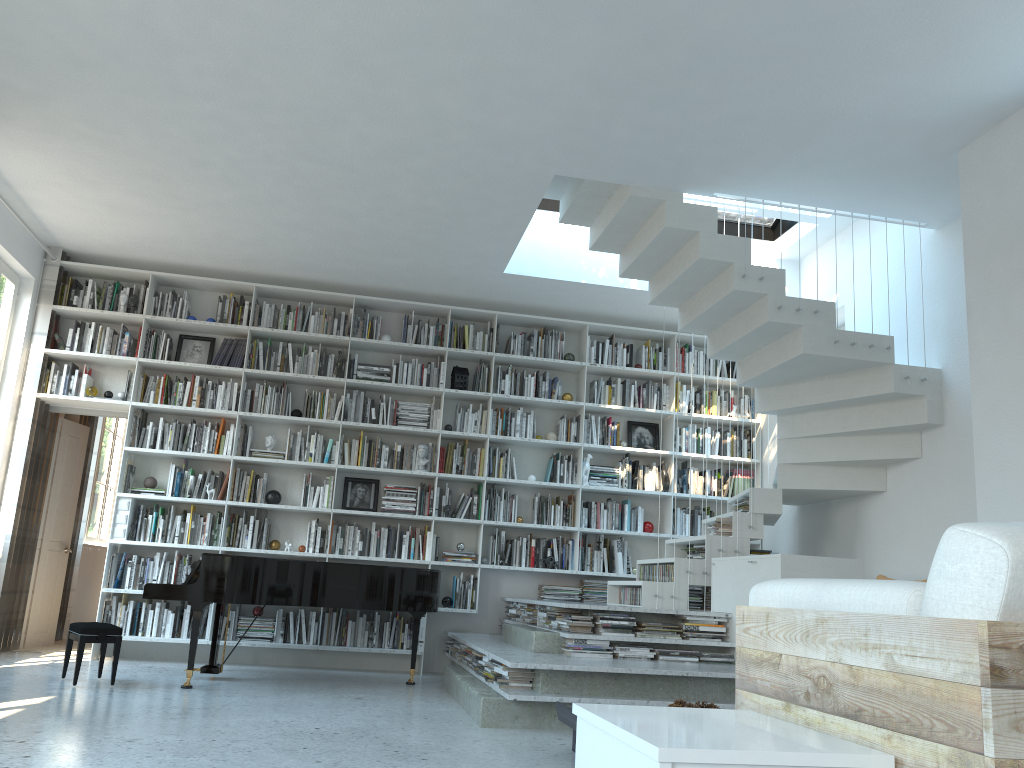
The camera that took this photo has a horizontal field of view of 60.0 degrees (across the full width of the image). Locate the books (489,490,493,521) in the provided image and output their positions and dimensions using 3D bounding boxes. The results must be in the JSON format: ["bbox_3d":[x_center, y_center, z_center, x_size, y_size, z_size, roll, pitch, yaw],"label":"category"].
[{"bbox_3d":[-0.189,1.068,7.739,0.006,0.281,0.155,6,-13,-10],"label":"books"}]

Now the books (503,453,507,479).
[{"bbox_3d":[-0.071,0.742,7.838,0.017,0.242,0.133,6,-13,-10],"label":"books"}]

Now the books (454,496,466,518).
[{"bbox_3d":[-0.463,1.076,7.675,0.089,0.209,0.176,6,-13,-10],"label":"books"}]

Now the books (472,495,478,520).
[{"bbox_3d":[-0.333,1.079,7.696,0.029,0.222,0.171,6,-13,-10],"label":"books"}]

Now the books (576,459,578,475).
[{"bbox_3d":[0.569,0.803,7.935,0.010,0.245,0.159,6,-13,-10],"label":"books"}]

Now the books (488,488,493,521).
[{"bbox_3d":[-0.201,1.061,7.740,0.018,0.294,0.178,6,-13,-10],"label":"books"}]

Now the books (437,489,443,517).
[{"bbox_3d":[-0.629,1.039,7.669,0.028,0.252,0.143,6,-13,-10],"label":"books"}]

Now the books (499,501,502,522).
[{"bbox_3d":[-0.114,1.121,7.735,0.013,0.186,0.184,6,-13,-10],"label":"books"}]

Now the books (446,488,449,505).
[{"bbox_3d":[-0.570,1.040,7.684,0.012,0.265,0.157,6,-13,-10],"label":"books"}]

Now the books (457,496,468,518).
[{"bbox_3d":[-0.440,1.081,7.695,0.090,0.211,0.143,6,-13,-10],"label":"books"}]

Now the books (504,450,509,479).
[{"bbox_3d":[-0.057,0.728,7.834,0.006,0.269,0.178,6,-13,-10],"label":"books"}]

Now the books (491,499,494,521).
[{"bbox_3d":[-0.184,1.108,7.739,0.013,0.204,0.154,6,-13,-10],"label":"books"}]

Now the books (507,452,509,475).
[{"bbox_3d":[-0.052,0.728,7.841,0.006,0.273,0.167,6,-13,-10],"label":"books"}]

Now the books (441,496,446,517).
[{"bbox_3d":[-0.600,1.067,7.647,0.027,0.191,0.182,6,-13,-10],"label":"books"}]

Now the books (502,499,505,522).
[{"bbox_3d":[-0.084,1.119,7.757,0.013,0.202,0.167,6,-13,-10],"label":"books"}]

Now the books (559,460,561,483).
[{"bbox_3d":[0.413,0.799,7.925,0.007,0.229,0.147,6,-13,-10],"label":"books"}]

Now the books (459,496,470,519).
[{"bbox_3d":[-0.422,1.083,7.706,0.090,0.214,0.139,6,-13,-10],"label":"books"}]

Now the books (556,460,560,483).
[{"bbox_3d":[0.393,0.798,7.903,0.013,0.218,0.187,6,-13,-10],"label":"books"}]

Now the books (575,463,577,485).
[{"bbox_3d":[0.550,0.820,7.938,0.023,0.211,0.164,6,-13,-10],"label":"books"}]

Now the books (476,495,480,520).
[{"bbox_3d":[-0.310,1.083,7.711,0.021,0.226,0.148,6,-13,-10],"label":"books"}]

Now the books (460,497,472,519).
[{"bbox_3d":[-0.408,1.088,7.697,0.091,0.204,0.169,6,-13,-10],"label":"books"}]

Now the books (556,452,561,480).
[{"bbox_3d":[0.406,0.766,7.929,0.013,0.294,0.154,6,-13,-10],"label":"books"}]

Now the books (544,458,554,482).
[{"bbox_3d":[0.325,0.785,7.906,0.056,0.240,0.154,6,-13,-10],"label":"books"}]

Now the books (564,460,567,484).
[{"bbox_3d":[0.458,0.801,7.910,0.012,0.224,0.178,6,-13,-10],"label":"books"}]

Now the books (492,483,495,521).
[{"bbox_3d":[-0.171,1.045,7.765,0.007,0.341,0.149,6,-13,-10],"label":"books"}]

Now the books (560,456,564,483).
[{"bbox_3d":[0.429,0.781,7.916,0.018,0.262,0.165,6,-13,-10],"label":"books"}]

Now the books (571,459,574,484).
[{"bbox_3d":[0.522,0.801,7.938,0.013,0.244,0.159,6,-13,-10],"label":"books"}]

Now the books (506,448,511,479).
[{"bbox_3d":[-0.043,0.722,7.844,0.013,0.286,0.159,6,-13,-10],"label":"books"}]

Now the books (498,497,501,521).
[{"bbox_3d":[-0.127,1.105,7.741,0.013,0.218,0.161,6,-13,-10],"label":"books"}]

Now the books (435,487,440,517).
[{"bbox_3d":[-0.655,1.032,7.669,0.024,0.263,0.154,6,-13,-10],"label":"books"}]

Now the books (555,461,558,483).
[{"bbox_3d":[0.384,0.802,7.900,0.006,0.209,0.188,6,-13,-10],"label":"books"}]

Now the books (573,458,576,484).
[{"bbox_3d":[0.537,0.795,7.924,0.011,0.252,0.169,6,-13,-10],"label":"books"}]

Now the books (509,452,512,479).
[{"bbox_3d":[-0.023,0.742,7.851,0.007,0.253,0.161,6,-13,-10],"label":"books"}]

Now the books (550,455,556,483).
[{"bbox_3d":[0.363,0.774,7.909,0.021,0.263,0.174,6,-13,-10],"label":"books"}]

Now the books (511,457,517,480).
[{"bbox_3d":[0.009,0.762,7.825,0.051,0.209,0.177,6,-13,-10],"label":"books"}]

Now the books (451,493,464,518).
[{"bbox_3d":[-0.479,1.064,7.670,0.095,0.227,0.190,6,-13,-10],"label":"books"}]

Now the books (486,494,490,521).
[{"bbox_3d":[-0.219,1.090,7.745,0.011,0.238,0.136,6,-13,-10],"label":"books"}]

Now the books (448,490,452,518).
[{"bbox_3d":[-0.548,1.051,7.687,0.035,0.248,0.141,6,-13,-10],"label":"books"}]

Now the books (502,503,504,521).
[{"bbox_3d":[-0.092,1.098,7.762,0.007,0.246,0.153,6,-13,-10],"label":"books"}]

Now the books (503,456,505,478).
[{"bbox_3d":[-0.081,0.753,7.821,0.007,0.211,0.158,6,-13,-10],"label":"books"}]

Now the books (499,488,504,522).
[{"bbox_3d":[-0.097,1.068,7.747,0.014,0.296,0.175,6,-13,-10],"label":"books"}]

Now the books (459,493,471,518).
[{"bbox_3d":[-0.424,1.068,7.699,0.094,0.238,0.150,6,-13,-10],"label":"books"}]

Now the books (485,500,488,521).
[{"bbox_3d":[-0.232,1.111,7.729,0.015,0.188,0.168,6,-13,-10],"label":"books"}]

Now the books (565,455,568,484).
[{"bbox_3d":[0.476,0.782,7.934,0.032,0.274,0.155,6,-13,-10],"label":"books"}]

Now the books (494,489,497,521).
[{"bbox_3d":[-0.156,1.069,7.738,0.005,0.283,0.159,6,-13,-10],"label":"books"}]

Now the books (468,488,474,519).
[{"bbox_3d":[-0.355,1.051,7.719,0.013,0.285,0.139,6,-13,-10],"label":"books"}]

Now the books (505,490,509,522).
[{"bbox_3d":[-0.051,1.084,7.775,0.006,0.284,0.160,6,-13,-10],"label":"books"}]

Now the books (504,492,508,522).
[{"bbox_3d":[-0.068,1.087,7.755,0.012,0.266,0.183,6,-13,-10],"label":"books"}]

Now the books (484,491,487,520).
[{"bbox_3d":[-0.240,1.070,7.725,0.010,0.266,0.158,6,-13,-10],"label":"books"}]

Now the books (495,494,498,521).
[{"bbox_3d":[-0.149,1.087,7.738,0.013,0.248,0.165,6,-13,-10],"label":"books"}]

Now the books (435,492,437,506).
[{"bbox_3d":[-0.672,1.020,7.668,0.012,0.284,0.160,6,-13,-10],"label":"books"}]

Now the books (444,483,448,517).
[{"bbox_3d":[-0.580,1.017,7.678,0.013,0.306,0.141,6,-13,-10],"label":"books"}]

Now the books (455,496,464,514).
[{"bbox_3d":[-0.474,1.072,7.688,0.088,0.219,0.138,6,-13,-10],"label":"books"}]

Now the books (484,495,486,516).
[{"bbox_3d":[-0.252,1.090,7.725,0.012,0.225,0.147,6,-13,-10],"label":"books"}]

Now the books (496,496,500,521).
[{"bbox_3d":[-0.136,1.097,7.727,0.011,0.226,0.188,6,-13,-10],"label":"books"}]

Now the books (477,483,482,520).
[{"bbox_3d":[-0.290,1.036,7.722,0.014,0.324,0.183,6,-13,-10],"label":"books"}]

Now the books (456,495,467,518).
[{"bbox_3d":[-0.451,1.074,7.699,0.095,0.225,0.144,6,-13,-10],"label":"books"}]

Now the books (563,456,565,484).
[{"bbox_3d":[0.445,0.784,7.919,0.015,0.259,0.152,6,-13,-10],"label":"books"}]

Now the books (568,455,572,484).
[{"bbox_3d":[0.502,0.780,7.916,0.012,0.273,0.184,6,-13,-10],"label":"books"}]
